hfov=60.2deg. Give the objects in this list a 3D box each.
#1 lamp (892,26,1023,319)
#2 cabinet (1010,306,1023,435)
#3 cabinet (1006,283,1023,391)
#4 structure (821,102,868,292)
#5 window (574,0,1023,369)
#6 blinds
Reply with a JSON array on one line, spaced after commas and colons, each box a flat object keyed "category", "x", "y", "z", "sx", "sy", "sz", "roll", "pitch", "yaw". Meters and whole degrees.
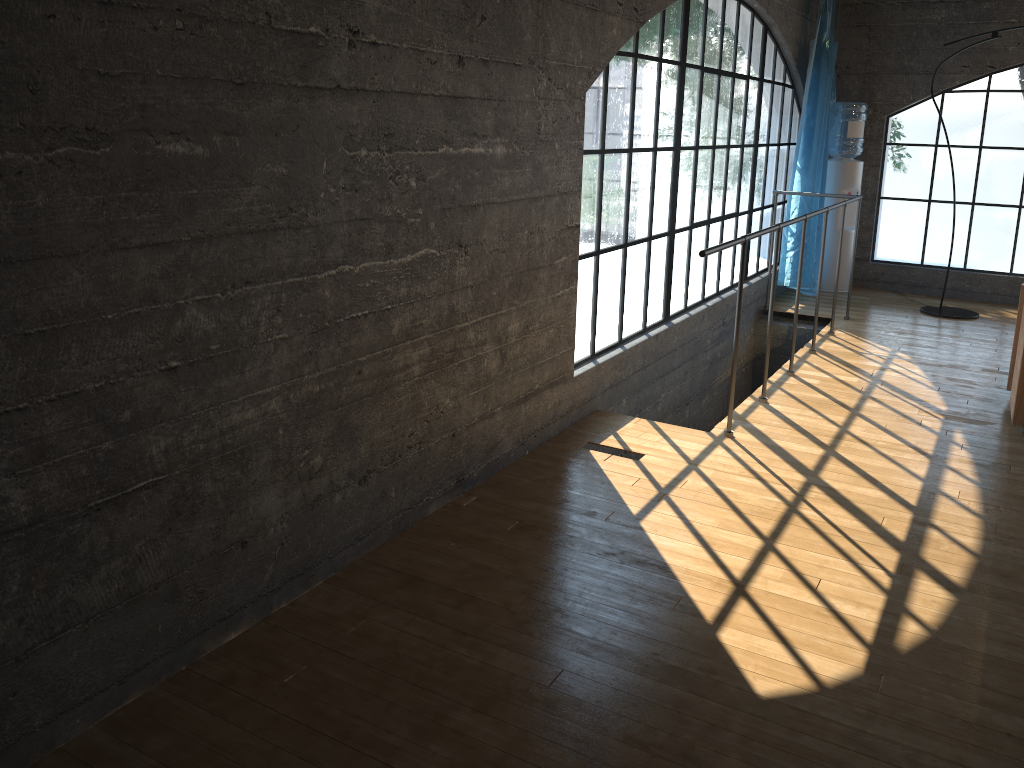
[{"category": "lamp", "x": 3.012, "y": -1.869, "z": 7.552, "sx": 0.386, "sy": 1.891, "sz": 6.380, "roll": 1, "pitch": 16, "yaw": -5}, {"category": "cabinet", "x": 2.432, "y": -0.070, "z": 3.819, "sx": 0.429, "sy": 0.561, "sz": 0.432, "roll": 9, "pitch": 15, "yaw": 27}, {"category": "cabinet", "x": 2.712, "y": -0.191, "z": 4.249, "sx": 0.476, "sy": 0.561, "sz": 0.430, "roll": 12, "pitch": 17, "yaw": 36}, {"category": "structure", "x": 2.595, "y": -1.479, "z": 7.004, "sx": 0.329, "sy": 1.447, "sz": 0.331, "roll": -8, "pitch": 15, "yaw": -39}, {"category": "window", "x": 3.365, "y": -1.434, "z": 5.651, "sx": 6.945, "sy": 1.834, "sz": 3.257, "roll": -1, "pitch": 16, "yaw": -10}, {"category": "blinds", "x": 2.290, "y": -1.800, "z": 6.605, "sx": 0.263, "sy": 2.239, "sz": 0.960, "roll": 7, "pitch": 14, "yaw": 25}]
